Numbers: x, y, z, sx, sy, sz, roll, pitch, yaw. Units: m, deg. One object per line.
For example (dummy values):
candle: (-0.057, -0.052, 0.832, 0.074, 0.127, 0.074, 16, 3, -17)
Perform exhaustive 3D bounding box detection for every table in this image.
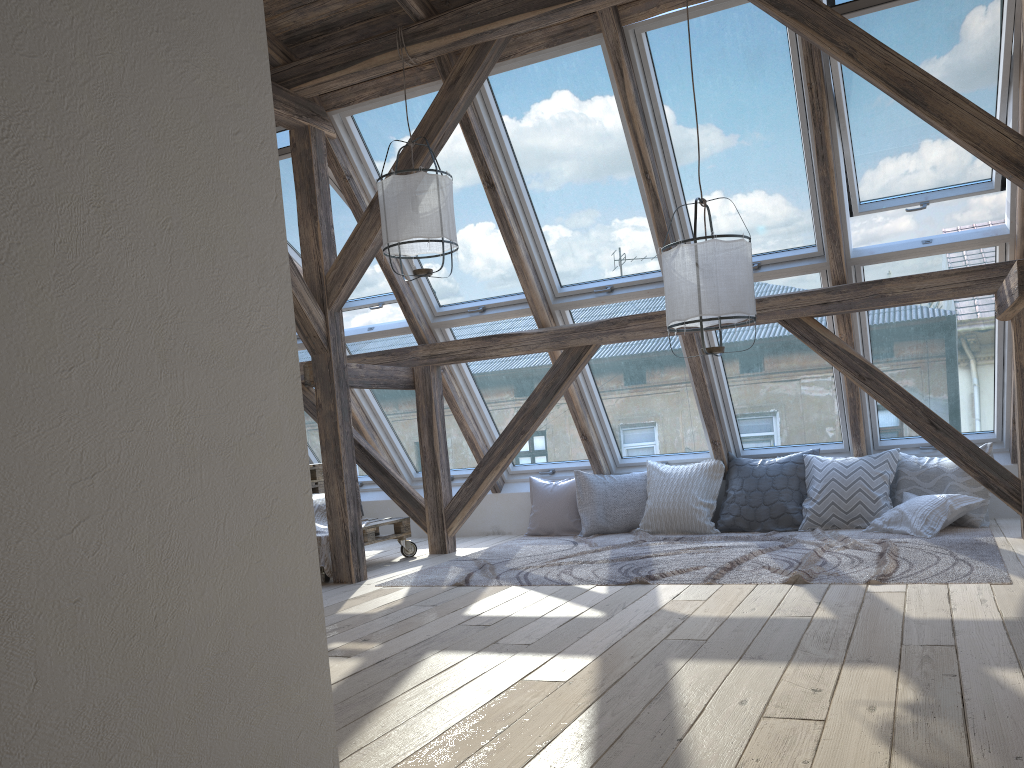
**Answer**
table: (-1.929, 1.031, 7.149, 1.020, 0.705, 0.670, -5, 0, 25)

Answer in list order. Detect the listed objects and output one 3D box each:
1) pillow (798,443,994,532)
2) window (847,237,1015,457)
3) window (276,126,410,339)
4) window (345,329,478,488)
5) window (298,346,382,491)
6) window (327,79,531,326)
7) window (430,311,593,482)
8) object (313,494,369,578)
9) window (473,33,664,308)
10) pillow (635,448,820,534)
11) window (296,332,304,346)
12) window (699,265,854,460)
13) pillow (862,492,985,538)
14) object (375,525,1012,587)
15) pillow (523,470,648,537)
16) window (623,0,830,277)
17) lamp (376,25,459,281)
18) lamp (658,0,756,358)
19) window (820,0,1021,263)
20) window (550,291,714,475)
pillow: (2.459, 0.675, 5.646, 1.160, 0.536, 0.498, -6, 0, 30)
window: (2.569, -0.173, 5.380, 0.858, 1.282, 1.089, -4, 1, 25)
window: (-1.255, -1.001, 6.020, 0.858, 1.281, 1.342, -4, 0, 25)
window: (-0.753, 0.208, 6.952, 0.858, 1.282, 1.089, -4, 1, 25)
window: (-1.584, 0.304, 7.346, 0.858, 1.282, 1.089, -4, 1, 25)
window: (-0.444, -1.097, 5.585, 0.858, 1.282, 1.089, -4, 1, 25)
window: (0.077, 0.113, 6.559, 0.858, 1.282, 1.089, -4, 1, 25)
object: (-1.151, 0.957, 5.725, 0.806, 0.475, 1.014, -4, -3, -35)
window: (0.387, -1.192, 5.192, 0.858, 1.282, 1.089, -4, 1, 25)
pillow: (1.482, 0.761, 6.154, 1.277, 0.566, 0.464, -6, 0, 26)
window: (-2.105, -0.906, 6.371, 0.858, 1.282, 1.089, -4, 1, 25)
window: (1.738, -0.078, 5.773, 0.858, 1.282, 1.089, -4, 1, 25)
pillow: (2.458, 0.793, 5.308, 0.473, 0.243, 0.538, -4, -2, -23)
object: (1.107, 0.979, 5.289, 3.199, 0.056, 2.178, -7, -4, 25)
pillow: (0.599, 0.899, 6.603, 1.136, 0.527, 0.432, -6, 0, 18)
window: (1.217, -1.288, 4.799, 0.858, 1.282, 1.089, -4, 1, 25)
lamp: (-0.525, -1.218, 4.615, 0.400, 1.311, 0.405, -5, 3, 1)
lamp: (0.849, -1.079, 3.994, 0.398, 1.904, 0.406, -6, 4, -24)
window: (2.068, -1.382, 4.450, 0.858, 1.281, 1.398, -4, 0, 25)
window: (0.908, 0.018, 6.166, 0.858, 1.282, 1.089, -4, 1, 25)
